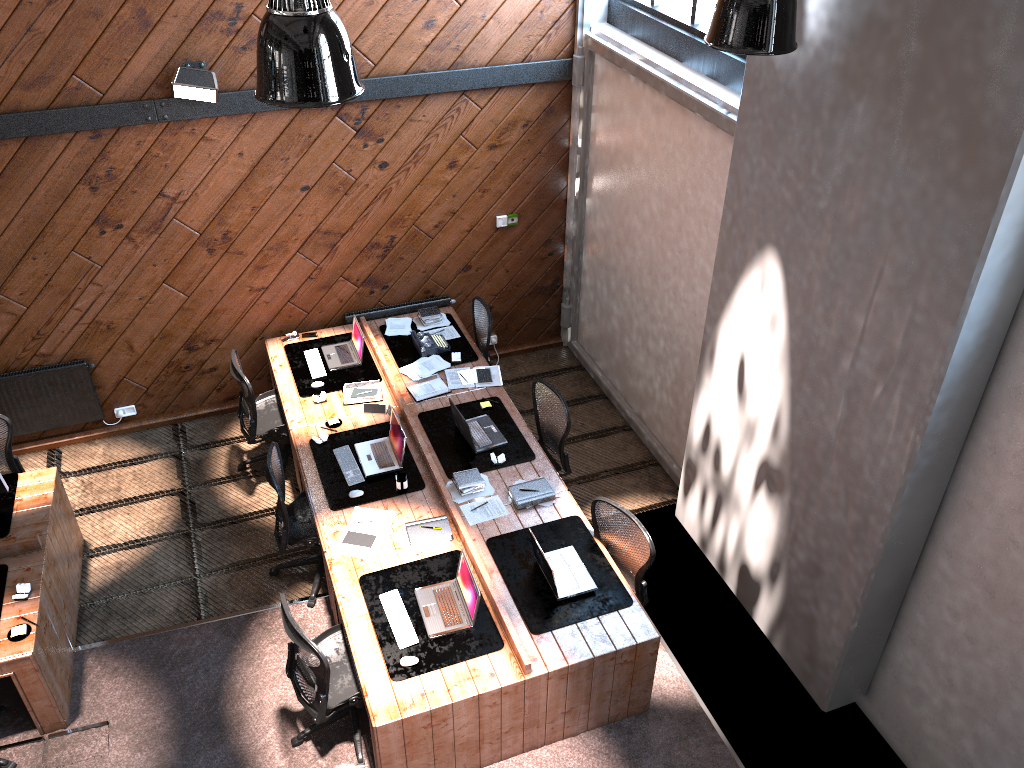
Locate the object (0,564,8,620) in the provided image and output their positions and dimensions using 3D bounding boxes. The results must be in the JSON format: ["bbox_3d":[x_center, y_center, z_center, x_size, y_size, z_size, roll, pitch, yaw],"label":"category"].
[{"bbox_3d":[-3.510,1.412,5.302,0.848,0.008,0.687,-11,37,-16],"label":"object"}]

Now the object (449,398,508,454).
[{"bbox_3d":[-0.254,0.278,6.704,0.323,0.283,0.390,-15,38,-21],"label":"object"}]

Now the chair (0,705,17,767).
[{"bbox_3d":[-3.415,1.868,5.024,0.770,1.085,0.792,-19,40,-26],"label":"chair"}]

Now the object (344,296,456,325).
[{"bbox_3d":[-1.038,-0.475,8.427,1.064,0.628,0.073,-12,37,-17],"label":"object"}]

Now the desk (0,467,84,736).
[{"bbox_3d":[-4.997,1.707,5.439,4.117,0.840,1.748,-11,37,-15],"label":"desk"}]

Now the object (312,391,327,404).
[{"bbox_3d":[-1.547,0.108,7.125,0.106,0.063,0.082,-14,38,-19],"label":"object"}]

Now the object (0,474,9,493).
[{"bbox_3d":[-3.788,0.645,5.912,0.811,0.578,0.663,22,41,28],"label":"object"}]

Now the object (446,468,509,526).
[{"bbox_3d":[-0.252,0.763,6.189,0.319,0.098,0.478,-13,38,-18],"label":"object"}]

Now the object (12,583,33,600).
[{"bbox_3d":[-3.013,1.279,5.449,0.082,0.063,0.106,-2,35,-3],"label":"object"}]

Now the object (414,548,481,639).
[{"bbox_3d":[-0.394,1.253,5.324,0.323,0.283,0.390,-10,37,-15],"label":"object"}]

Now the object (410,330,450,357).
[{"bbox_3d":[-0.712,-0.376,7.746,0.290,0.116,0.322,-13,38,-19],"label":"object"}]

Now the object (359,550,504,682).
[{"bbox_3d":[-0.505,1.379,5.393,0.687,0.008,0.848,-12,37,-17],"label":"object"}]

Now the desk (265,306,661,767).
[{"bbox_3d":[-0.658,0.818,6.760,1.748,0.840,4.117,-12,37,-17],"label":"desk"}]

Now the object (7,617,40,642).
[{"bbox_3d":[-2.904,1.452,5.237,0.158,0.026,0.154,16,38,21],"label":"object"}]

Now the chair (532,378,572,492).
[{"bbox_3d":[0.128,0.574,6.904,0.792,1.085,0.770,-27,44,-33],"label":"chair"}]

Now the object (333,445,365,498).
[{"bbox_3d":[-1.168,0.626,6.417,0.139,0.040,0.577,-12,37,-18],"label":"object"}]

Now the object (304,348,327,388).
[{"bbox_3d":[-1.656,-0.141,7.493,0.139,0.040,0.577,-10,37,-15],"label":"object"}]

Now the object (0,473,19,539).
[{"bbox_3d":[-3.844,0.900,6.020,0.848,0.008,0.687,-11,37,-16],"label":"object"}]

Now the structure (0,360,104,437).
[{"bbox_3d":[-4.030,0.157,7.489,1.064,0.628,0.073,-12,37,-17],"label":"structure"}]

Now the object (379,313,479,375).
[{"bbox_3d":[-0.748,-0.367,7.855,0.687,0.008,0.848,-12,37,-17],"label":"object"}]

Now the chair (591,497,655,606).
[{"bbox_3d":[0.558,1.358,5.803,0.770,1.085,0.792,25,42,30],"label":"chair"}]

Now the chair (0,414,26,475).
[{"bbox_3d":[-3.873,0.794,6.533,0.770,1.085,0.792,-19,40,-26],"label":"chair"}]

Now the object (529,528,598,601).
[{"bbox_3d":[0.318,1.087,5.523,0.320,0.288,0.380,-12,37,-17],"label":"object"}]

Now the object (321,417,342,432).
[{"bbox_3d":[-1.389,0.301,6.884,0.158,0.026,0.154,13,37,17],"label":"object"}]

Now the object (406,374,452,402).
[{"bbox_3d":[-0.681,0.028,7.256,0.316,0.060,0.229,-16,39,-23],"label":"object"}]

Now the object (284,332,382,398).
[{"bbox_3d":[-1.540,-0.181,7.581,0.687,0.008,0.848,-12,37,-17],"label":"object"}]

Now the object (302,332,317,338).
[{"bbox_3d":[-1.805,-0.437,7.907,0.134,0.042,0.022,-3,35,-5],"label":"object"}]

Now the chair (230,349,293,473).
[{"bbox_3d":[-1.981,0.195,7.407,0.792,1.085,0.770,-27,44,-33],"label":"chair"}]

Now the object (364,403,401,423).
[{"bbox_3d":[-1.003,0.210,6.970,0.347,0.083,0.129,18,39,23],"label":"object"}]

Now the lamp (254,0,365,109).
[{"bbox_3d":[-0.837,-2.194,3.038,0.445,2.372,0.445,17,38,21],"label":"lamp"}]

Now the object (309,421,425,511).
[{"bbox_3d":[-1.076,0.581,6.513,0.687,0.008,0.848,-12,37,-17],"label":"object"}]

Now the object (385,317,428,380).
[{"bbox_3d":[-0.914,-0.328,7.780,0.356,0.002,1.058,-13,38,-18],"label":"object"}]

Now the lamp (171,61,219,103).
[{"bbox_3d":[-2.334,-2.188,6.499,0.328,0.287,0.283,-12,37,-17],"label":"lamp"}]

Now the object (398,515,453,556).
[{"bbox_3d":[-0.577,0.995,5.884,0.363,0.065,0.325,-3,35,-5],"label":"object"}]

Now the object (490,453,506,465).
[{"bbox_3d":[-0.102,0.545,6.519,0.106,0.063,0.082,-5,36,-7],"label":"object"}]

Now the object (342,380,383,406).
[{"bbox_3d":[-1.215,0.070,7.188,0.316,0.060,0.229,-7,36,-11],"label":"object"}]

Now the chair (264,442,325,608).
[{"bbox_3d":[-1.421,0.915,6.399,0.792,1.085,0.770,-19,40,-26],"label":"chair"}]

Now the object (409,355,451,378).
[{"bbox_3d":[-0.697,-0.153,7.527,0.315,0.002,0.246,-26,43,-32],"label":"object"}]

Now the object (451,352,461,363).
[{"bbox_3d":[-0.477,-0.223,7.594,0.082,0.063,0.106,-2,35,-3],"label":"object"}]

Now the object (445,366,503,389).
[{"bbox_3d":[-0.321,-0.064,7.415,0.467,0.017,0.304,-4,36,-7],"label":"object"}]

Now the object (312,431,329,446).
[{"bbox_3d":[-1.447,0.408,6.690,0.106,0.063,0.082,-24,42,-31],"label":"object"}]

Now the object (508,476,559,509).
[{"bbox_3d":[0.157,0.743,6.250,0.363,0.065,0.325,-6,36,-9],"label":"object"}]

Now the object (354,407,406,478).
[{"bbox_3d":[-0.963,0.421,6.444,0.320,0.288,0.380,-12,37,-17],"label":"object"}]

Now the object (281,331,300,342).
[{"bbox_3d":[-1.968,-0.427,7.873,0.159,0.064,0.054,-17,39,-23],"label":"object"}]

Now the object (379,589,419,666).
[{"bbox_3d":[-0.659,1.442,5.273,0.139,0.040,0.577,-12,37,-17],"label":"object"}]

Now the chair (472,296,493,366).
[{"bbox_3d":[-0.455,-0.179,7.958,0.792,1.085,0.770,-19,40,-26],"label":"chair"}]

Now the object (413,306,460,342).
[{"bbox_3d":[-0.693,-0.552,8.015,0.319,0.098,0.478,-13,38,-18],"label":"object"}]

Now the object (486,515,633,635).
[{"bbox_3d":[0.288,1.193,5.668,0.687,0.008,0.848,-12,37,-17],"label":"object"}]

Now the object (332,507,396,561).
[{"bbox_3d":[-0.981,0.983,5.932,0.304,0.017,0.467,8,36,10],"label":"object"}]

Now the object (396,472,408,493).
[{"bbox_3d":[-0.778,0.693,6.256,0.078,0.138,0.099,-5,36,-7],"label":"object"}]

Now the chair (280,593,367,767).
[{"bbox_3d":[-1.035,1.658,5.356,0.770,1.085,0.792,25,42,30],"label":"chair"}]

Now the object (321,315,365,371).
[{"bbox_3d":[-1.450,-0.356,7.581,0.323,0.283,0.390,-12,37,-17],"label":"object"}]

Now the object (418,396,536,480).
[{"bbox_3d":[-0.283,0.395,6.787,0.687,0.008,0.848,-12,37,-17],"label":"object"}]

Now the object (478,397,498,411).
[{"bbox_3d":[-0.206,0.163,7.089,0.158,0.026,0.154,16,38,21],"label":"object"}]
